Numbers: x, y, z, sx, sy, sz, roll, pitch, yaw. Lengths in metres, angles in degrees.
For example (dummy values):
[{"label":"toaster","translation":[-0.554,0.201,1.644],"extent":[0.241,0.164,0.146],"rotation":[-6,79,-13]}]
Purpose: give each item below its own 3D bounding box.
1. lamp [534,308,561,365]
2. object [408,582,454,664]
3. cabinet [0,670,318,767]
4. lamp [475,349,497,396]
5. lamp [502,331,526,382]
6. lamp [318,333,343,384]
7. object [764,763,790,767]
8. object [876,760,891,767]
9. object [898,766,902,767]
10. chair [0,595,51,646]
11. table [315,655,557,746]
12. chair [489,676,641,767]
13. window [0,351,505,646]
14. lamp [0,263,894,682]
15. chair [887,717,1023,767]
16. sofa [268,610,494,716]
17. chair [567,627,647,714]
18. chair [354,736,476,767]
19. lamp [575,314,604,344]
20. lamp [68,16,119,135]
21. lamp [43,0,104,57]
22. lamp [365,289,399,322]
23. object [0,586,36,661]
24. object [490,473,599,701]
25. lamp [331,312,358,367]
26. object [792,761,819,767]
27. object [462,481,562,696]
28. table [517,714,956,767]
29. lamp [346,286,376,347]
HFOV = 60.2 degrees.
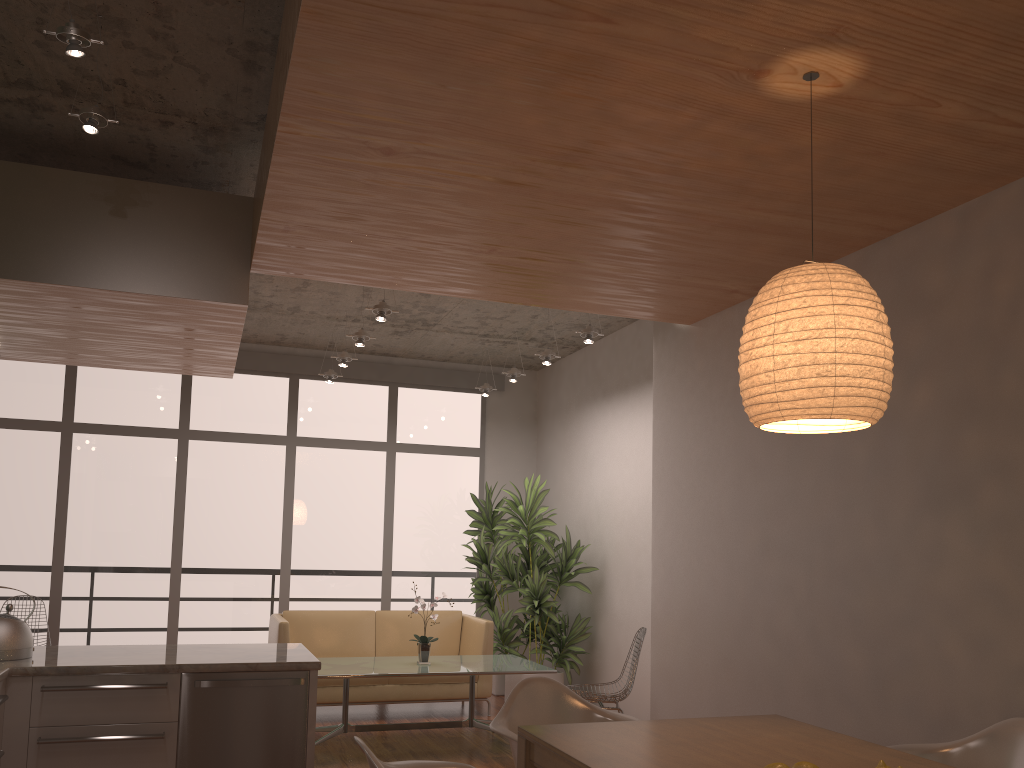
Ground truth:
[{"label":"lamp","translation":[0.295,-0.397,7.243],"extent":[0.134,0.478,0.199],"rotation":[-3,-8,38]},{"label":"object","translation":[-0.621,1.736,6.410],"extent":[0.298,0.584,0.374],"rotation":[4,-7,-25]},{"label":"cabinet","translation":[-1.272,0.649,2.233],"extent":[1.914,2.251,4.298],"rotation":[4,-10,-19]},{"label":"lamp","translation":[-0.254,-0.118,8.787],"extent":[0.134,0.478,0.199],"rotation":[-3,-8,38]},{"label":"lamp","translation":[0.021,-0.258,8.015],"extent":[0.134,0.478,0.199],"rotation":[-3,-8,38]},{"label":"lamp","translation":[-1.696,-0.247,8.290],"extent":[0.134,0.478,0.199],"rotation":[-3,-8,38]},{"label":"object","translation":[0.657,0.979,2.191],"extent":[0.078,0.077,0.081],"rotation":[7,-10,-33]},{"label":"object","translation":[0.913,0.974,2.161],"extent":[0.072,0.099,0.074],"rotation":[-1,-8,16]},{"label":"object","translation":[0.935,0.950,2.073],"extent":[0.074,0.093,0.076],"rotation":[3,-8,-11]},{"label":"chair","translation":[-4.228,2.268,7.522],"extent":[0.543,0.892,0.567],"rotation":[4,-7,-19]},{"label":"table","translation":[-0.724,2.302,6.357],"extent":[1.870,0.554,0.952],"rotation":[5,-10,-19]},{"label":"chair","translation":[0.255,1.632,3.475],"extent":[0.685,0.852,0.649],"rotation":[6,-9,-34]},{"label":"window","translation":[-4.155,1.168,8.140],"extent":[8.559,3.249,0.063],"rotation":[5,-6,-19]},{"label":"lamp","translation":[-0.850,0.414,3.043],"extent":[3.216,1.333,3.106],"rotation":[5,-10,-19]},{"label":"chair","translation":[1.477,1.556,2.922],"extent":[0.642,0.852,0.692],"rotation":[4,-8,-19]},{"label":"sofa","translation":[-1.139,2.384,7.578],"extent":[1.801,0.829,0.889],"rotation":[5,-9,-19]},{"label":"chair","translation":[0.617,2.082,5.922],"extent":[0.561,0.892,0.549],"rotation":[1,-7,1]},{"label":"chair","translation":[-0.149,1.447,2.547],"extent":[0.643,0.852,0.692],"rotation":[5,-8,-24]},{"label":"lamp","translation":[0.570,-0.536,6.471],"extent":[0.134,0.478,0.199],"rotation":[-3,-8,38]},{"label":"lamp","translation":[-1.582,-1.184,3.362],"extent":[0.103,0.466,0.153],"rotation":[-3,-7,38]},{"label":"lamp","translation":[-1.391,-1.281,2.826],"extent":[0.103,0.466,0.153],"rotation":[-3,-7,38]},{"label":"lamp","translation":[-0.872,-0.665,5.974],"extent":[0.134,0.478,0.199],"rotation":[-3,-8,38]},{"label":"object","translation":[-2.150,0.997,3.706],"extent":[0.262,0.302,0.265],"rotation":[2,-8,-3]},{"label":"object","translation":[0.263,1.898,8.177],"extent":[0.966,2.084,1.092],"rotation":[2,-6,-6]},{"label":"lamp","translation":[-1.422,-0.386,7.518],"extent":[0.134,0.478,0.199],"rotation":[-3,-8,38]},{"label":"object","translation":[0.740,0.983,2.204],"extent":[0.078,0.077,0.081],"rotation":[9,-11,-44]},{"label":"object","translation":[0.023,2.012,8.809],"extent":[1.080,2.084,0.976],"rotation":[1,-6,-1]},{"label":"table","translation":[0.840,1.412,2.112],"extent":[1.026,0.801,2.099],"rotation":[4,-10,-19]},{"label":"lamp","translation":[-1.147,-0.525,6.746],"extent":[0.134,0.478,0.199],"rotation":[-3,-8,38]}]
